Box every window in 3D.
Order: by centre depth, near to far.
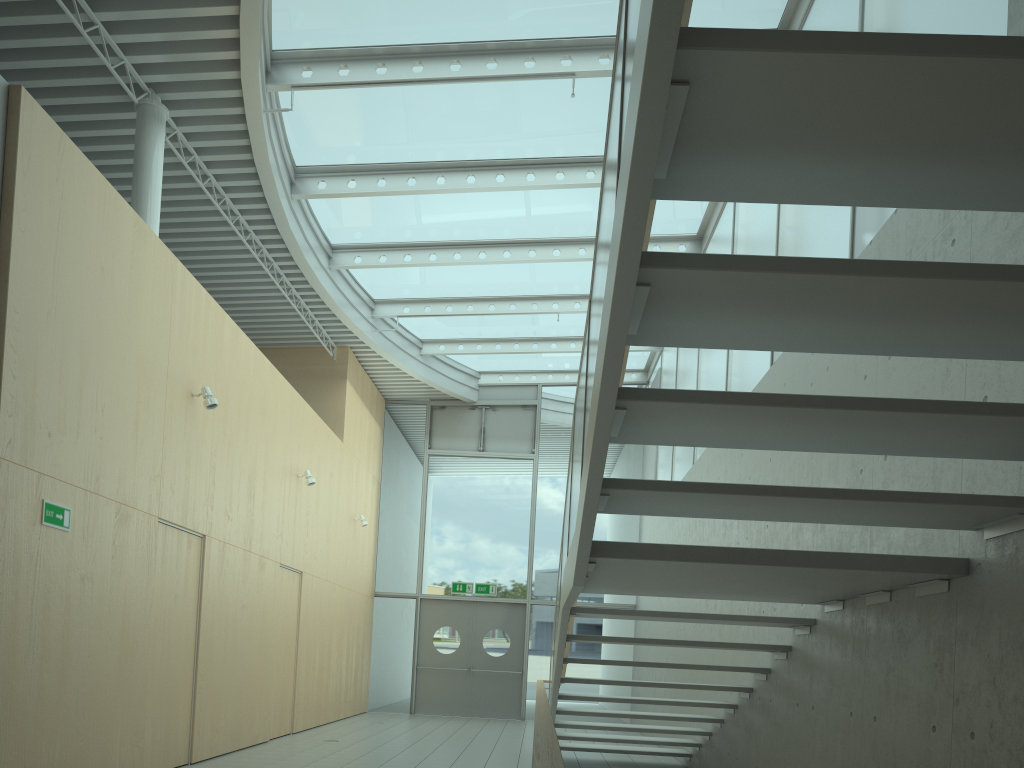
[{"bbox_3d":[2.221,-0.527,9.682,0.030,2.669,16.314,3,-17,3],"label":"window"},{"bbox_3d":[-0.031,0.923,9.712,4.782,6.103,16.493,3,-16,3],"label":"window"},{"bbox_3d":[-0.066,2.965,15.310,4.855,6.202,0.111,3,-1,2],"label":"window"}]

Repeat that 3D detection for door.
[{"bbox_3d":[-0.748,4.943,15.267,1.921,2.079,0.177,3,-2,2],"label":"door"}]

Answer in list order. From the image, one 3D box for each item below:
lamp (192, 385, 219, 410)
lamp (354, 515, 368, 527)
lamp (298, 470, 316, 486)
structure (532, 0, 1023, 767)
[{"bbox_3d":[-2.572,0.109,7.104,0.234,0.193,0.143,7,-8,-17],"label":"lamp"},{"bbox_3d":[-2.378,2.150,13.373,0.234,0.193,0.143,7,-8,-17],"label":"lamp"},{"bbox_3d":[-2.476,1.126,10.228,0.234,0.193,0.143,7,-8,-17],"label":"lamp"},{"bbox_3d":[1.096,0.513,3.773,1.885,4.097,13.144,3,-16,3],"label":"structure"}]
